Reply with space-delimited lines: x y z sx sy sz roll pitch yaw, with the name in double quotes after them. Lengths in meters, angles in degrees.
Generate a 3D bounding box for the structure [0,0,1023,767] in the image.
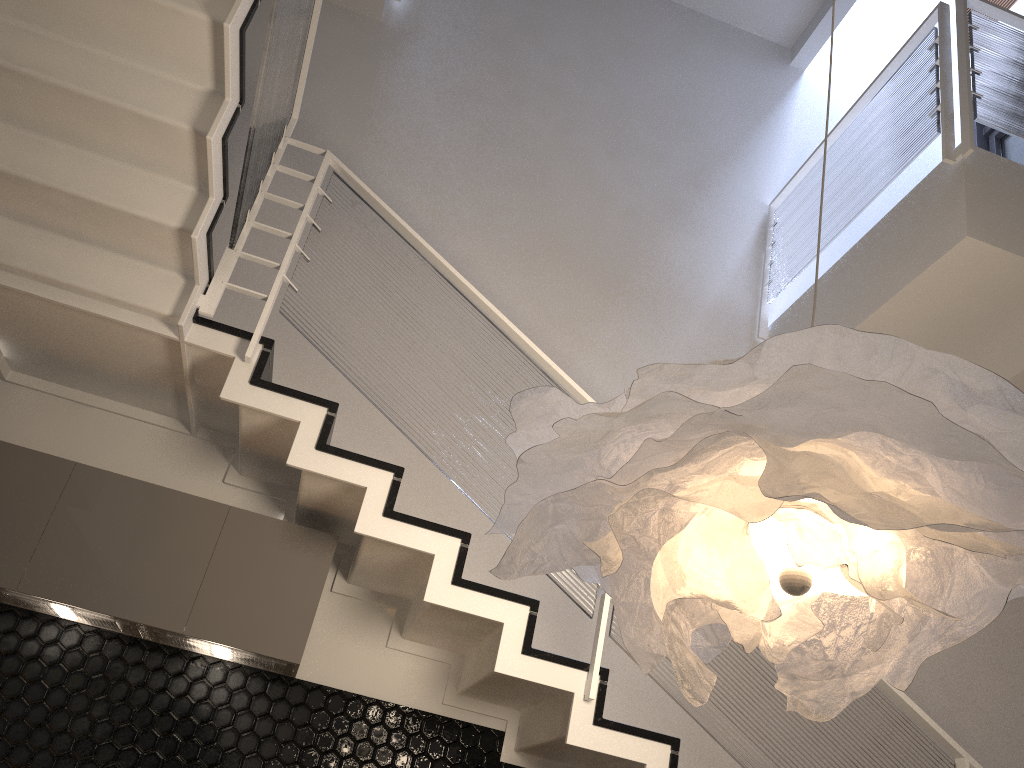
-0.105 -1.846 2.901 8.480 8.129 4.317 18 -28 -9 "structure"

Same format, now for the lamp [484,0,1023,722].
0.940 -1.660 2.596 1.061 5.099 1.142 12 -28 1 "lamp"
